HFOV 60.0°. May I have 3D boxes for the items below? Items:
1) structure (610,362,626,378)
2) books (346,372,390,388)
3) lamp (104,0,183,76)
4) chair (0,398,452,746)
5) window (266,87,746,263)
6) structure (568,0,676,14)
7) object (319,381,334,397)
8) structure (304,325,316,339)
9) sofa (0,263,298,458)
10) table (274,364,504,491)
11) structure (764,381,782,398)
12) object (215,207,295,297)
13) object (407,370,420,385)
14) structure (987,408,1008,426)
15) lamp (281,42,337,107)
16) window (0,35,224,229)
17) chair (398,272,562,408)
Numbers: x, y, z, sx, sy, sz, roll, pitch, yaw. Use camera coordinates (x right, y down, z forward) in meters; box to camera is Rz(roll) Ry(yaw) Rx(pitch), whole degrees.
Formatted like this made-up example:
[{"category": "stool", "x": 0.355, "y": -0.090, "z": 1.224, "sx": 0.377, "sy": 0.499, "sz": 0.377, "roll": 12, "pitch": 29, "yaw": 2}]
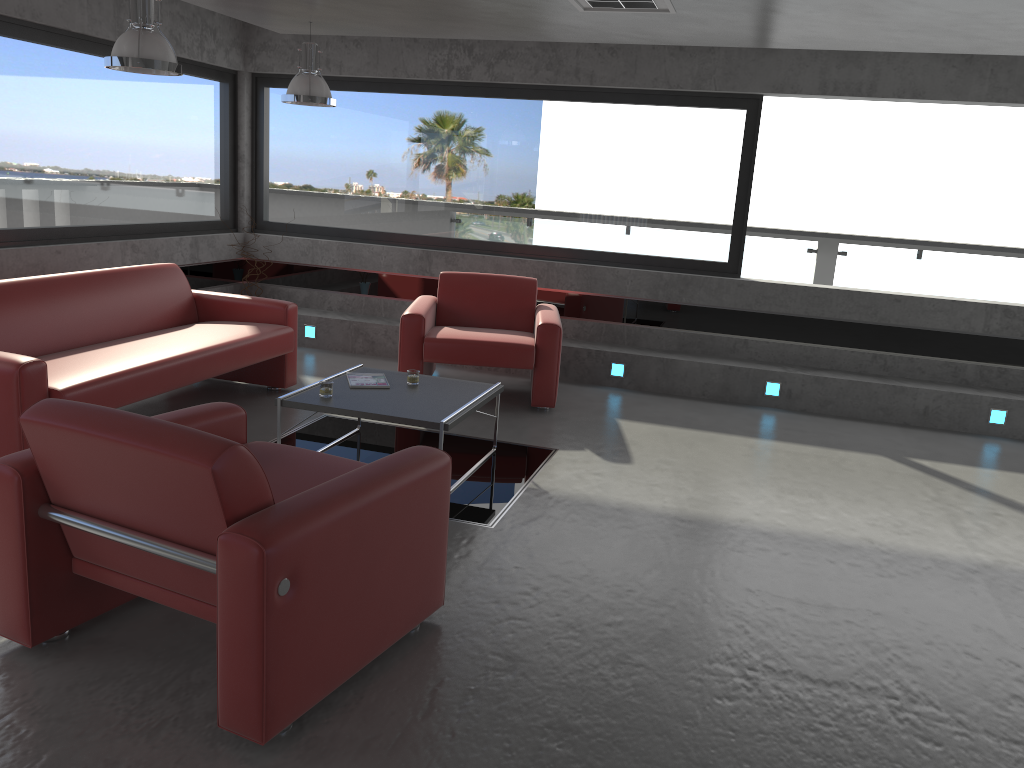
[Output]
[{"category": "structure", "x": 0.890, "y": -0.118, "z": 7.474, "sx": 0.123, "sy": 0.123, "sz": 0.004, "roll": 8, "pitch": 13, "yaw": 15}, {"category": "books", "x": -0.859, "y": -0.026, "z": 5.282, "sx": 0.228, "sy": 0.022, "sz": 0.326, "roll": 1, "pitch": 13, "yaw": -15}, {"category": "lamp", "x": -1.953, "y": -1.879, "z": 4.698, "sx": 0.389, "sy": 0.422, "sz": 0.388, "roll": 8, "pitch": 13, "yaw": 15}, {"category": "chair", "x": -0.955, "y": 0.429, "z": 3.148, "sx": 1.196, "sy": 0.854, "sz": 1.130, "roll": 10, "pitch": 14, "yaw": 24}, {"category": "window", "x": -0.261, "y": -1.950, "z": 8.039, "sx": 4.583, "sy": 1.364, "sz": 0.003, "roll": 8, "pitch": 13, "yaw": 15}, {"category": "structure", "x": 0.598, "y": -2.208, "z": 4.836, "sx": 0.563, "sy": 0.240, "sz": 0.563, "roll": 8, "pitch": 13, "yaw": 15}, {"category": "object", "x": -1.022, "y": 0.027, "z": 4.880, "sx": 0.079, "sy": 0.077, "sz": 0.079, "roll": 4, "pitch": 13, "yaw": -2}, {"category": "structure", "x": -1.867, "y": -0.482, "z": 8.202, "sx": 0.123, "sy": 0.123, "sz": 0.004, "roll": 8, "pitch": 13, "yaw": 15}, {"category": "sofa", "x": -2.401, "y": -0.216, "z": 5.493, "sx": 1.120, "sy": 0.854, "sz": 2.626, "roll": 8, "pitch": 13, "yaw": 15}, {"category": "table", "x": -0.675, "y": 0.244, "z": 5.137, "sx": 0.994, "sy": 0.436, "sz": 1.018, "roll": 8, "pitch": 13, "yaw": 15}, {"category": "structure", "x": 2.103, "y": 0.042, "z": 7.154, "sx": 0.123, "sy": 0.123, "sz": 0.004, "roll": 8, "pitch": 13, "yaw": 15}, {"category": "object", "x": -2.209, "y": -0.856, "z": 7.517, "sx": 0.531, "sy": 1.289, "sz": 0.466, "roll": 11, "pitch": 15, "yaw": 27}, {"category": "object", "x": -0.591, "y": -0.040, "z": 5.303, "sx": 0.079, "sy": 0.077, "sz": 0.079, "roll": 10, "pitch": 14, "yaw": 23}, {"category": "structure", "x": 3.690, "y": 0.251, "z": 6.735, "sx": 0.123, "sy": 0.123, "sz": 0.004, "roll": 8, "pitch": 13, "yaw": 15}, {"category": "lamp", "x": -1.459, "y": -2.236, "z": 6.392, "sx": 0.388, "sy": 0.422, "sz": 0.389, "roll": 5, "pitch": 13, "yaw": 4}, {"category": "window", "x": -3.784, "y": -1.437, "z": 4.746, "sx": 0.003, "sy": 1.364, "sz": 7.800, "roll": 8, "pitch": 13, "yaw": 15}, {"category": "chair", "x": -0.225, "y": -0.383, "z": 6.880, "sx": 1.196, "sy": 0.854, "sz": 1.130, "roll": 4, "pitch": 13, "yaw": 0}]
